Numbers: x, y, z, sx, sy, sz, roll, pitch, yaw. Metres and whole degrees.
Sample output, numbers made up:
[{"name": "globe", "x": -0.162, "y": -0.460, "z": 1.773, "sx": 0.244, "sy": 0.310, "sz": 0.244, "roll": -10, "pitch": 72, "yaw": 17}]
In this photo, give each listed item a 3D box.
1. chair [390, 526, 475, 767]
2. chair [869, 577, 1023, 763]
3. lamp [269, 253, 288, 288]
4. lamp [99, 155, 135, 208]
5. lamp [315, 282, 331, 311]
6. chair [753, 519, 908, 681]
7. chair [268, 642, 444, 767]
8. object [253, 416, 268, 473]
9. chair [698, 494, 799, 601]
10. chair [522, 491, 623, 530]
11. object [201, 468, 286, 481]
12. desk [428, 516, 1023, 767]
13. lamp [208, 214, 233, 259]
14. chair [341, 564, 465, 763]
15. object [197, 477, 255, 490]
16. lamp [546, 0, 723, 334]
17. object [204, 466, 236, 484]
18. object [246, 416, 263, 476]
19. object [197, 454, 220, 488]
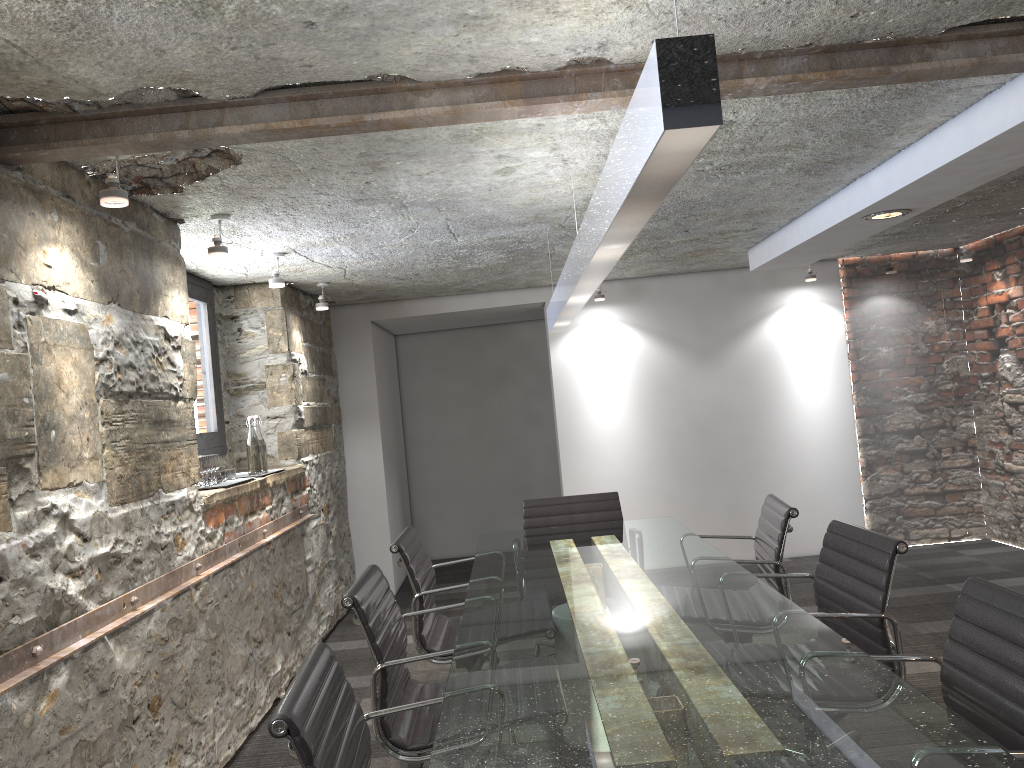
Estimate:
[{"name": "chair", "x": -0.125, "y": 0.989, "z": 3.523, "sx": 0.667, "sy": 0.837, "sz": 0.693, "roll": -5, "pitch": -1, "yaw": -9}, {"name": "chair", "x": 0.790, "y": 0.863, "z": 1.725, "sx": 0.667, "sy": 0.837, "sz": 0.693, "roll": -5, "pitch": -1, "yaw": -9}, {"name": "lamp", "x": -1.145, "y": -0.555, "z": 4.328, "sx": 0.077, "sy": 0.165, "sz": 0.098, "roll": -6, "pitch": -1, "yaw": 33}, {"name": "lamp", "x": -1.139, "y": -0.594, "z": 2.549, "sx": 0.077, "sy": 0.165, "sz": 0.098, "roll": -6, "pitch": -1, "yaw": 33}, {"name": "lamp", "x": -1.148, "y": -0.531, "z": 5.371, "sx": 0.077, "sy": 0.165, "sz": 0.098, "roll": -6, "pitch": -1, "yaw": 33}, {"name": "chair", "x": 0.835, "y": 0.880, "z": 2.664, "sx": 0.667, "sy": 0.837, "sz": 0.693, "roll": -5, "pitch": -1, "yaw": -11}, {"name": "chair", "x": -0.092, "y": 0.945, "z": 1.709, "sx": 0.667, "sy": 0.837, "sz": 0.693, "roll": -5, "pitch": -1, "yaw": -13}, {"name": "object", "x": -1.312, "y": 0.314, "z": 4.591, "sx": 0.073, "sy": 0.300, "sz": 0.073, "roll": -5, "pitch": -1, "yaw": -32}, {"name": "chair", "x": 0.828, "y": 0.899, "z": 3.511, "sx": 0.667, "sy": 0.837, "sz": 0.693, "roll": -5, "pitch": -1, "yaw": -2}, {"name": "chair", "x": 0.319, "y": 0.959, "z": 4.071, "sx": 0.693, "sy": 0.837, "sz": 0.667, "roll": -5, "pitch": -1, "yaw": -8}, {"name": "object", "x": -1.362, "y": 0.465, "z": 4.535, "sx": 0.310, "sy": 0.007, "sz": 0.457, "roll": -5, "pitch": -1, "yaw": 0}, {"name": "desk", "x": 0.339, "y": 0.990, "z": 2.632, "sx": 0.909, "sy": 0.711, "sz": 3.154, "roll": -5, "pitch": -1, "yaw": 0}, {"name": "lamp", "x": -1.142, "y": -0.574, "z": 3.457, "sx": 0.077, "sy": 0.165, "sz": 0.098, "roll": -6, "pitch": -1, "yaw": 33}, {"name": "chair", "x": -0.140, "y": 0.971, "z": 2.644, "sx": 0.667, "sy": 0.837, "sz": 0.693, "roll": -5, "pitch": -1, "yaw": -10}, {"name": "object", "x": -1.360, "y": 0.452, "z": 3.972, "sx": 0.310, "sy": 0.007, "sz": 0.457, "roll": -5, "pitch": -1, "yaw": 0}, {"name": "lamp", "x": 0.191, "y": -0.538, "z": 2.664, "sx": 0.073, "sy": 0.524, "sz": 3.159, "roll": -5, "pitch": -1, "yaw": 0}, {"name": "object", "x": -1.357, "y": 0.415, "z": 4.086, "sx": 0.111, "sy": 0.072, "sz": 0.191, "roll": -6, "pitch": -1, "yaw": 7}, {"name": "object", "x": -1.312, "y": 0.312, "z": 4.498, "sx": 0.073, "sy": 0.300, "sz": 0.073, "roll": -5, "pitch": -1, "yaw": -32}, {"name": "object", "x": -1.352, "y": 0.381, "z": 3.871, "sx": 0.108, "sy": 0.131, "sz": 0.218, "roll": -5, "pitch": -1, "yaw": -2}]
